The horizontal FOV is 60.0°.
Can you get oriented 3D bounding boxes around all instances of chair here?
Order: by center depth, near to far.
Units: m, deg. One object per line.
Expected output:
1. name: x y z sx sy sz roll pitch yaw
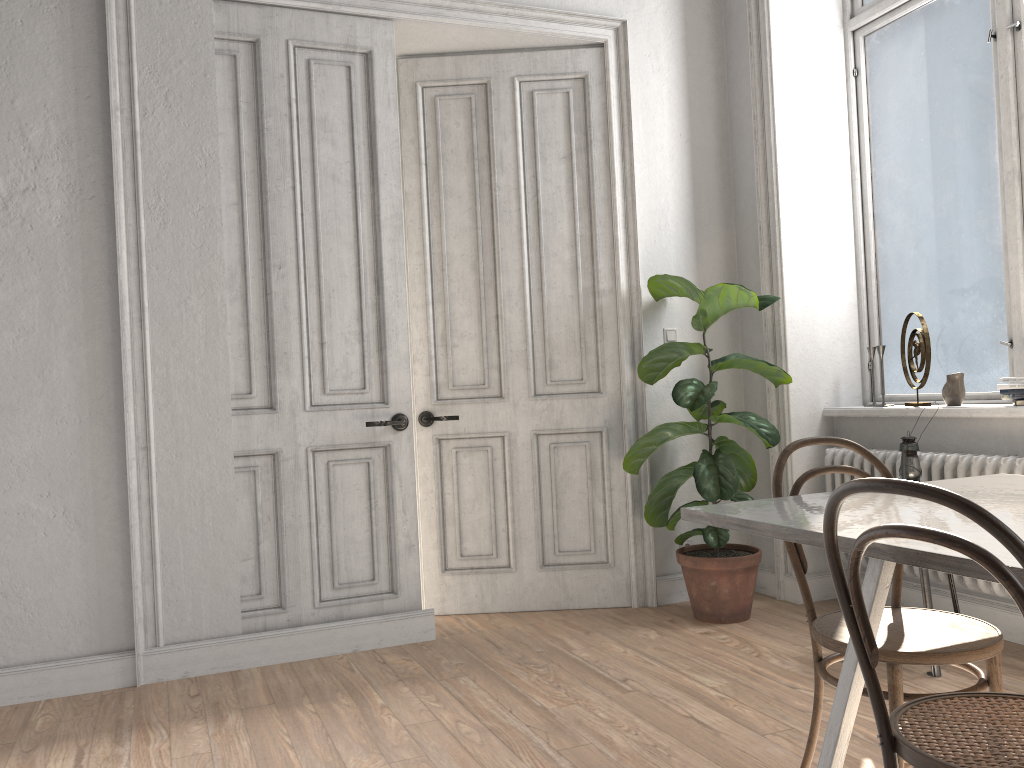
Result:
1. chair: 0.834 0.597 1.505 0.549 0.920 0.438 -3 -1 -26
2. chair: 0.966 0.602 2.274 0.438 0.920 0.549 -3 -1 -14
3. chair: 1.498 0.790 3.411 0.364 0.522 0.360 -3 -1 42

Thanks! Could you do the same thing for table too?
1. table: 1.355 0.638 1.377 1.100 0.779 2.200 -3 -1 -22

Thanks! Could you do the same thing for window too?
1. window: 2.096 -1.387 3.714 0.013 2.843 1.623 -3 -1 -22

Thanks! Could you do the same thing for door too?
1. door: -0.989 -0.230 3.856 1.097 2.814 0.216 -3 0 -21
2. door: 0.026 -0.271 4.445 1.097 2.814 0.216 -3 0 3

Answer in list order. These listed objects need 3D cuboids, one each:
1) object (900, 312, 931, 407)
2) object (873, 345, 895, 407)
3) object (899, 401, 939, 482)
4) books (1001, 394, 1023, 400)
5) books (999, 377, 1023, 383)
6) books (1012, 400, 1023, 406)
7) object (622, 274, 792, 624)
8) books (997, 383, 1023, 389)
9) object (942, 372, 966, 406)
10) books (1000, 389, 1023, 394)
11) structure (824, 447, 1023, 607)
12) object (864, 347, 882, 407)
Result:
1. object: 1.831 -0.112 4.011 0.087 0.425 0.347 -3 -1 10
2. object: 1.745 -0.037 4.179 0.095 0.289 0.095 -3 0 1
3. object: 1.548 0.260 3.401 0.163 0.383 0.154 -3 -1 42
4. books: 2.061 0.048 3.491 0.155 0.022 0.205 -3 -1 -2
5. books: 2.073 -0.021 3.472 0.174 0.019 0.244 -3 -1 -12
6. books: 2.063 0.070 3.498 0.147 0.023 0.221 -3 -1 27
7. object: 1.657 0.097 1.712 0.792 1.842 5.828 -3 -1 -17
8. books: 2.048 0.005 3.482 0.155 0.020 0.205 -2 -1 -32
9. object: 1.906 0.023 3.830 0.100 0.142 0.102 -3 -1 43
10. books: 2.059 0.026 3.489 0.147 0.023 0.221 -3 -1 -6
11. structure: 2.394 -1.252 1.904 0.340 4.473 5.183 -3 -1 -22
12. object: 1.754 -0.035 4.309 0.095 0.289 0.095 -3 0 10
